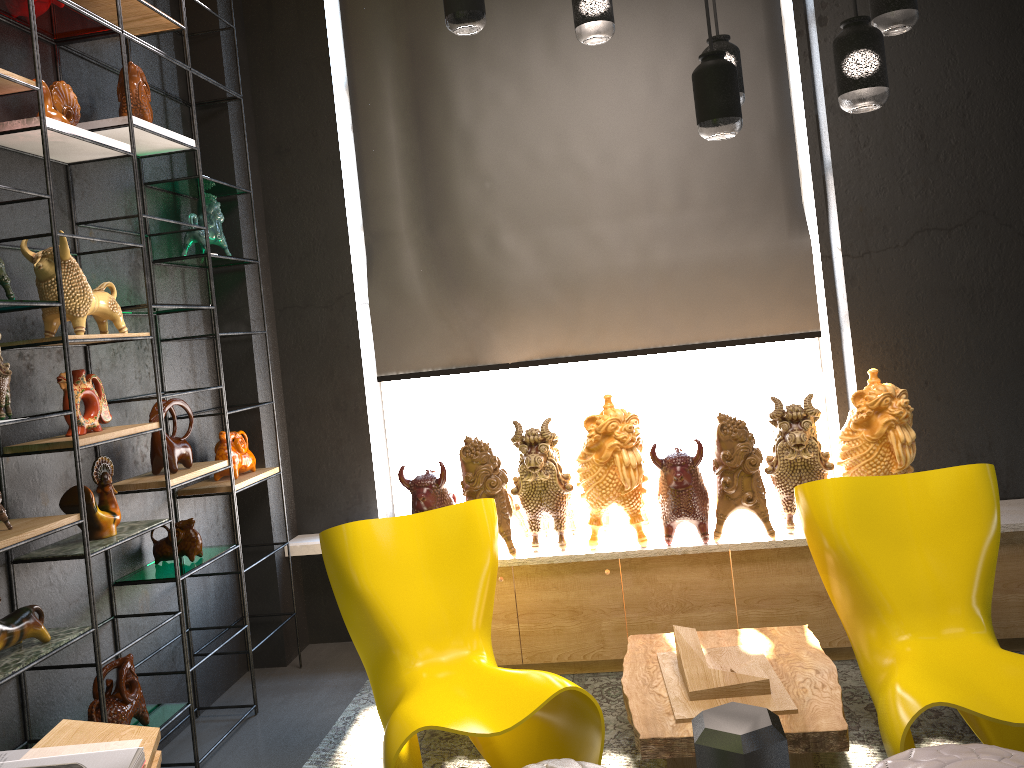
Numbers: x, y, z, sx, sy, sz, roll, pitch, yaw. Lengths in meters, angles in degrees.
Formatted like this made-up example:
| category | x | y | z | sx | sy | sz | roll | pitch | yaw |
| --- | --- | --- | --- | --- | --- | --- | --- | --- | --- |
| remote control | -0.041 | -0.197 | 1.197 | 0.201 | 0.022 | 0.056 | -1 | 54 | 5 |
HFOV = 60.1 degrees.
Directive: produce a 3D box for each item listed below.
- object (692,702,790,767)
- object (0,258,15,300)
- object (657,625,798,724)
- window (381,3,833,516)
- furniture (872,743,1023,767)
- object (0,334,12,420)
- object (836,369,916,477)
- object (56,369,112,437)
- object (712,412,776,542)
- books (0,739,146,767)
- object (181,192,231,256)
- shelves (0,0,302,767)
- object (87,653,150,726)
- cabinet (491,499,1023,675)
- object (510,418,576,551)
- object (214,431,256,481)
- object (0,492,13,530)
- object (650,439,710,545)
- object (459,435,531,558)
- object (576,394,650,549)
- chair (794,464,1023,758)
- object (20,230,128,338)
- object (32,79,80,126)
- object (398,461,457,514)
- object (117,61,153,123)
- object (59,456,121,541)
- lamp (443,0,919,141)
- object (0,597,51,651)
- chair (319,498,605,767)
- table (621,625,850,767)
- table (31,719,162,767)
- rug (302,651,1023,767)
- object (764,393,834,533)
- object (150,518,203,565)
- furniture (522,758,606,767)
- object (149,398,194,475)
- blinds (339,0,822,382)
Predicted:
| category | x | y | z | sx | sy | sz | roll | pitch | yaw |
| --- | --- | --- | --- | --- | --- | --- | --- | --- | --- |
| object | 0.061 | 0.371 | 0.065 | 0.239 | 0.601 | 0.240 | -6 | 0 | 35 |
| object | -1.567 | -0.403 | 2.504 | 0.167 | 0.356 | 0.256 | -6 | 1 | 13 |
| object | 0.657 | 0.880 | 2.813 | 0.350 | 0.136 | 0.521 | -6 | 3 | 3 |
| window | 0.328 | -0.961 | 4.641 | 2.306 | 3.168 | 0.051 | -6 | -1 | 8 |
| furniture | 1.073 | 1.079 | 1.941 | 0.614 | 0.420 | 0.611 | -6 | 2 | 3 |
| object | -1.502 | -0.033 | 2.516 | 0.132 | 0.280 | 0.207 | -6 | 1 | -34 |
| object | 1.492 | 0.257 | 3.675 | 0.307 | 0.655 | 0.470 | -6 | 1 | 13 |
| object | -1.459 | 0.060 | 3.027 | 0.060 | 0.223 | 0.268 | -6 | 2 | 9 |
| object | 0.974 | 0.368 | 3.793 | 0.249 | 0.545 | 0.476 | -6 | 1 | 16 |
| books | -1.042 | 0.843 | 1.831 | 0.400 | 0.233 | 0.482 | -6 | 3 | -5 |
| object | -1.394 | -0.726 | 4.004 | 0.152 | 0.332 | 0.289 | -6 | 1 | 1 |
| shelves | -1.554 | -0.469 | 2.770 | 0.274 | 3.908 | 2.998 | -6 | 1 | 9 |
| object | -1.330 | 1.068 | 2.954 | 0.126 | 0.249 | 0.254 | -6 | 1 | 8 |
| cabinet | 0.943 | 0.899 | 3.798 | 2.727 | 0.530 | 0.405 | -6 | 1 | 8 |
| object | 0.129 | 0.427 | 3.885 | 0.271 | 0.579 | 0.430 | -6 | 1 | 2 |
| object | -1.265 | 0.313 | 4.032 | 0.138 | 0.222 | 0.278 | -6 | 2 | 9 |
| object | -1.510 | 0.332 | 2.501 | 0.096 | 0.210 | 0.183 | -6 | 1 | 11 |
| object | 0.729 | 0.436 | 3.781 | 0.219 | 0.441 | 0.464 | -6 | 2 | 13 |
| object | -0.080 | 0.473 | 3.945 | 0.249 | 0.545 | 0.476 | -6 | 1 | 16 |
| object | 0.438 | 0.361 | 3.827 | 0.307 | 0.655 | 0.470 | -6 | 1 | 13 |
| chair | 1.331 | 0.739 | 2.774 | 0.658 | 0.896 | 1.071 | -6 | 2 | 3 |
| object | -1.477 | -0.328 | 3.010 | 0.175 | 0.351 | 0.370 | -6 | 2 | 13 |
| object | -1.557 | -0.951 | 3.042 | 0.107 | 0.209 | 0.234 | -6 | 2 | 25 |
| object | -0.325 | 0.540 | 3.933 | 0.219 | 0.441 | 0.464 | -6 | 2 | 13 |
| object | -1.499 | -1.121 | 3.515 | 0.126 | 0.249 | 0.253 | -6 | 1 | -22 |
| object | -1.411 | 0.385 | 2.999 | 0.123 | 0.270 | 0.227 | -6 | 1 | 8 |
| lamp | 0.388 | -1.737 | 1.398 | 2.687 | 2.273 | 2.835 | -8 | 2 | -38 |
| object | -1.437 | 0.659 | 2.520 | 0.155 | 0.235 | 0.310 | -6 | 2 | 12 |
| chair | -0.241 | 0.894 | 3.010 | 0.660 | 0.896 | 1.067 | -6 | 2 | -22 |
| table | 0.715 | 1.095 | 2.862 | 0.693 | 0.309 | 0.831 | -6 | 3 | 8 |
| table | -0.954 | 1.178 | 1.884 | 0.495 | 0.619 | 0.735 | -6 | 2 | 9 |
| rug | 0.970 | 1.234 | 2.613 | 3.592 | 0.010 | 2.195 | -6 | 4 | 8 |
| object | 1.183 | 0.322 | 3.733 | 0.271 | 0.579 | 0.430 | -6 | 1 | 2 |
| object | -1.334 | 0.621 | 3.508 | 0.210 | 0.168 | 0.105 | -6 | 1 | 8 |
| furniture | 0.115 | 1.165 | 2.074 | 0.678 | 0.382 | 0.681 | -6 | 3 | 8 |
| object | -1.358 | 0.204 | 3.501 | 0.114 | 0.290 | 0.249 | -6 | 1 | 9 |
| blinds | -2.367 | -0.742 | 4.263 | 12.674 | 3.310 | 3.537 | -4 | 2 | 29 |
